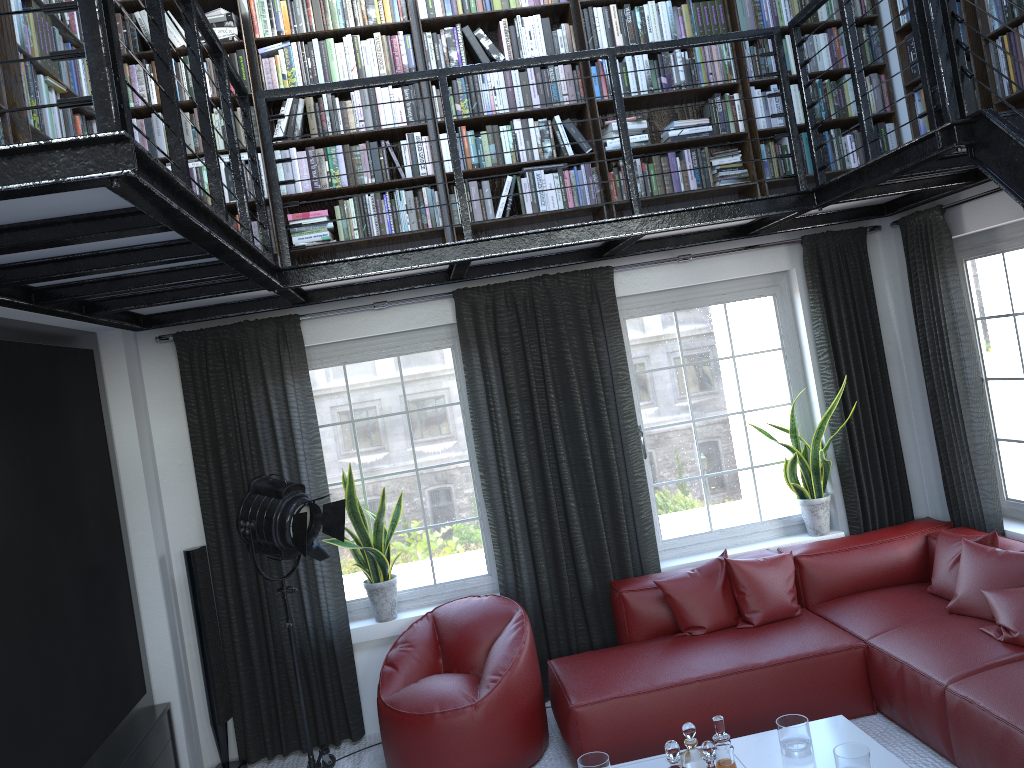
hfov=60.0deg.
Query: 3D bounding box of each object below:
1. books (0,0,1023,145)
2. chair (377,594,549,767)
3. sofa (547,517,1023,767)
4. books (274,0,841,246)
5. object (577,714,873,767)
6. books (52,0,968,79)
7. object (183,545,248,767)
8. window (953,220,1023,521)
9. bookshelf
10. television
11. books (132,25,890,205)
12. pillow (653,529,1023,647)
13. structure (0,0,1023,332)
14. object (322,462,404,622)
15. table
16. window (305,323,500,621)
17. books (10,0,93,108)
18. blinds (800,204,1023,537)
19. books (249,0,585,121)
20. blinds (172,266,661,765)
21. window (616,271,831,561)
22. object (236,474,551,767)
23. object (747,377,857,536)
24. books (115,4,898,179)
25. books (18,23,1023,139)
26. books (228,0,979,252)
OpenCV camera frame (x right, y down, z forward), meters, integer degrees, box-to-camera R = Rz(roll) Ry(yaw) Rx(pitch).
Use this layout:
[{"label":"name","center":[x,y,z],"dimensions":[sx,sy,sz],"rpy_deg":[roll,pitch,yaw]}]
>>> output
[{"label":"books","center":[0.162,-1.494,3.545],"dimensions":[4.339,1.140,1.597],"rpy_deg":[-10,0,-7]},{"label":"chair","center":[-0.266,1.526,4.460],"dimensions":[0.828,0.711,0.833],"rpy_deg":[-9,0,45]},{"label":"sofa","center":[1.550,1.283,3.532],"dimensions":[2.544,0.656,3.277],"rpy_deg":[-9,1,-7]},{"label":"books","center":[0.363,-1.542,5.064],"dimensions":[3.394,1.122,0.240],"rpy_deg":[-9,-1,-7]},{"label":"object","center":[0.754,1.343,3.232],"dimensions":[1.009,0.294,0.512],"rpy_deg":[-9,1,-3]},{"label":"books","center":[0.184,-1.626,3.248],"dimensions":[4.380,1.409,2.203],"rpy_deg":[-9,0,-7]},{"label":"object","center":[-1.605,1.480,4.701],"dimensions":[0.157,1.221,0.157],"rpy_deg":[-10,-1,9]},{"label":"window","center":[2.710,-0.036,4.499],"dimensions":[0.133,1.606,1.166],"rpy_deg":[-9,0,-6]},{"label":"bookshelf","center":[0.144,-1.557,3.652],"dimensions":[4.479,1.616,3.086],"rpy_deg":[-9,1,-7]},{"label":"television","center":[-1.755,0.927,2.918],"dimensions":[0.117,2.427,3.350],"rpy_deg":[-9,0,-6]},{"label":"books","center":[-0.026,-1.630,5.012],"dimensions":[4.439,1.412,0.227],"rpy_deg":[-9,-1,-7]},{"label":"pillow","center":[1.821,0.981,4.504],"dimensions":[1.951,0.401,0.986],"rpy_deg":[-9,1,36]},{"label":"structure","center":[0.495,0.086,2.859],"dimensions":[4.492,3.355,4.612],"rpy_deg":[-9,0,-6]},{"label":"object","center":[-0.886,0.882,4.862],"dimensions":[0.553,0.940,0.526],"rpy_deg":[-9,-1,4]},{"label":"table","center":[0.643,1.635,3.016],"dimensions":[1.666,0.244,1.164],"rpy_deg":[-10,1,-7]},{"label":"window","center":[-0.712,0.517,5.152],"dimensions":[1.168,1.606,0.133],"rpy_deg":[-9,-1,-7]},{"label":"books","center":[-1.867,-1.293,2.981],"dimensions":[0.315,1.423,2.205],"rpy_deg":[-9,0,-6]},{"label":"blinds","center":[2.481,0.201,4.603],"dimensions":[0.529,2.380,1.745],"rpy_deg":[-9,-1,-24]},{"label":"books","center":[-0.078,-1.911,5.026],"dimensions":[2.639,0.828,0.213],"rpy_deg":[-9,-1,-7]},{"label":"blinds","center":[-0.449,0.682,4.961],"dimensions":[2.510,2.386,0.125],"rpy_deg":[-9,-1,-7]},{"label":"window","center":[1.255,0.188,5.384],"dimensions":[1.168,1.606,0.133],"rpy_deg":[-9,-1,-7]},{"label":"object","center":[-0.057,1.043,4.745],"dimensions":[2.912,1.579,0.751],"rpy_deg":[-10,-1,-23]},{"label":"object","center":[1.731,0.444,5.147],"dimensions":[0.554,0.940,0.525],"rpy_deg":[-9,-1,-18]},{"label":"books","center":[-0.024,-1.618,5.007],"dimensions":[4.445,1.397,0.242],"rpy_deg":[-9,-1,-6]},{"label":"books","center":[0.141,-1.630,3.785],"dimensions":[4.387,1.405,1.169],"rpy_deg":[-9,0,-7]},{"label":"books","center":[0.011,-1.631,4.526],"dimensions":[4.438,1.429,1.284],"rpy_deg":[-9,0,-5]}]
